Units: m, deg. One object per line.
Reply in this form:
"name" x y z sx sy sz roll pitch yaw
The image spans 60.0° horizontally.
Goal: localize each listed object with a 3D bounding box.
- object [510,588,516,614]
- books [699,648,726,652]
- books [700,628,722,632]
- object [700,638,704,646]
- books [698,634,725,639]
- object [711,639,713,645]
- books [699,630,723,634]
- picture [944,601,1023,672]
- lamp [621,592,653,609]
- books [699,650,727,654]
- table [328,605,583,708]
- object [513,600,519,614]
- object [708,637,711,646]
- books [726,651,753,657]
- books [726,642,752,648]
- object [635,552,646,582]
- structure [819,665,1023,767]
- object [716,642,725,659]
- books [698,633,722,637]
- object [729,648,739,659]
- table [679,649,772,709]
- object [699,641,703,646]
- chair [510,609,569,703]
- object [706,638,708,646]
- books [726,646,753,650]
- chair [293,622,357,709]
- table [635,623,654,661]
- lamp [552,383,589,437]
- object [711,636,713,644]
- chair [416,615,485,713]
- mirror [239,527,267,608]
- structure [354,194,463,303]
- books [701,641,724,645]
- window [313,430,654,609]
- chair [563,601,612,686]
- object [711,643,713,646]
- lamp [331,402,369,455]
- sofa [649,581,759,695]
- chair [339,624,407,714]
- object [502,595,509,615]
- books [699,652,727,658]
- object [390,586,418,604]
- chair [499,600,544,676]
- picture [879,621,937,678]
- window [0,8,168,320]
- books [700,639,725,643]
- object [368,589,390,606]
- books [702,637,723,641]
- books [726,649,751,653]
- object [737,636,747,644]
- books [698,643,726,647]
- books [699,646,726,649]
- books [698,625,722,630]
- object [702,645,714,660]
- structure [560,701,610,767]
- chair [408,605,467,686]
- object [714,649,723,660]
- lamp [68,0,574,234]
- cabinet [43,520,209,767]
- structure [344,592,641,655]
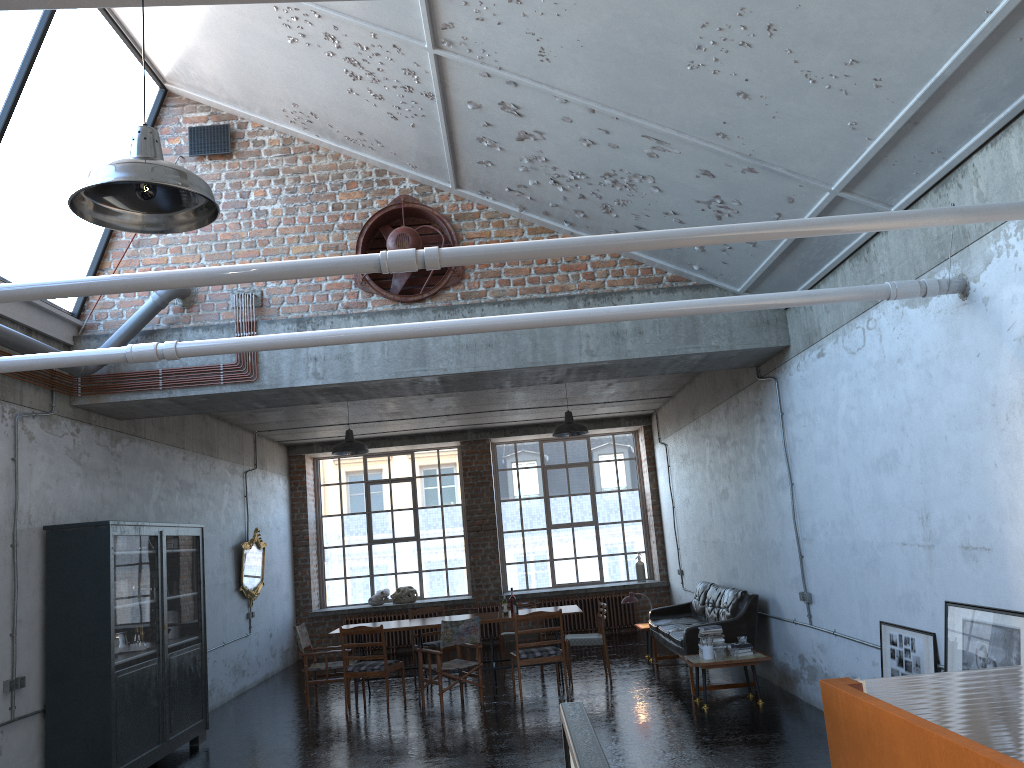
"object" 0.010 2.779 11.374 0.075 0.324 0.075 -9 -11 24
"books" 2.101 2.781 9.313 0.249 0.023 0.175 -5 -10 0
"books" 2.098 2.593 9.358 0.205 0.020 0.155 -5 -10 -1
"object" 1.986 2.731 9.180 0.046 0.202 0.023 -12 -12 35
"books" 2.099 2.657 9.347 0.244 0.019 0.174 -5 -10 -1
"object" 2.061 2.710 9.159 0.062 0.169 0.009 -5 -10 -1
"books" 2.101 2.616 9.365 0.209 0.023 0.167 -4 -10 -7
"picture" 2.774 1.923 5.136 0.233 1.215 1.095 -5 -10 -1
"lamp" 1.816 3.213 12.669 0.496 0.492 0.220 -3 -10 -9
"books" 2.103 2.803 9.309 0.249 0.023 0.175 -4 -10 -5
"table" -0.649 3.449 11.259 3.112 0.917 1.067 -5 -10 -1
"object" 0.045 2.826 11.237 0.051 0.180 0.097 0 -11 -29
"object" 2.048 2.727 9.188 0.023 0.204 0.037 -13 -12 38
"books" 2.377 2.809 9.264 0.179 0.034 0.243 -2 -10 -18
"books" 2.366 2.732 9.278 0.225 0.029 0.179 -3 -10 -9
"object" 2.396 3.424 16.587 0.172 0.551 0.172 -14 -13 42
"structure" 2.271 1.821 3.032 1.272 1.221 2.942 -5 -10 -1
"object" 2.150 2.744 9.133 0.087 0.155 0.087 0 -11 -28
"books" 2.089 2.637 9.351 0.231 0.023 0.162 -7 -10 15
"object" 2.266 2.744 9.027 0.092 0.099 0.092 -1 -11 -23
"table" 2.217 3.052 9.167 0.811 0.458 0.649 -5 -10 -1
"object" 2.001 2.736 9.164 0.137 0.190 0.009 -5 -10 2
"chair" 0.299 3.182 10.435 0.573 1.028 0.509 -3 -10 -11
"object" 2.027 2.722 9.195 0.009 0.167 0.061 -7 -10 11
"books" 2.377 2.759 9.279 0.243 0.024 0.175 -4 -10 -5
"chair" -2.332 3.529 11.206 0.713 1.031 0.574 -5 -10 -1
"table" 2.216 3.646 12.611 0.811 0.458 0.649 -5 -10 -1
"lamp" 0.745 0.239 11.947 0.502 0.891 0.502 -6 -10 3
"object" 2.061 2.704 9.173 0.052 0.185 0.009 -5 -10 1
"chair" -0.702 3.230 10.291 0.574 1.031 0.713 1 -11 -30
"mirror" -3.907 2.779 13.457 0.172 1.182 1.339 -5 -10 -1
"structure" -1.027 -1.318 8.725 1.058 1.096 0.808 -5 -10 -1
"books" 2.112 2.717 9.337 0.221 0.023 0.147 -5 -10 -2
"window" 3.801 3.900 17.212 19.864 12.900 0.747 -5 -10 -1
"chair" 0.957 3.284 11.260 0.577 0.971 0.589 -5 -10 -1
"object" 2.046 2.742 9.138 0.068 0.159 0.009 -7 -10 12
"lamp" -2.192 0.485 11.904 0.502 0.891 0.502 -6 -10 3
"sofa" 2.319 3.043 10.963 0.929 1.045 2.610 -5 -10 -1
"chair" -1.646 3.365 10.521 0.573 1.028 0.509 -8 -10 18
"object" -0.087 2.822 11.326 0.070 0.235 0.041 -5 -10 -1
"books" 2.104 2.836 9.305 0.248 0.043 0.192 -5 -10 -1
"object" -2.016 3.900 16.398 0.418 0.305 0.625 0 -11 -27
"chair" 0.121 3.562 12.449 0.589 0.971 0.577 -5 -10 -1
"picture" 2.828 2.245 6.325 0.135 0.994 0.889 -5 -10 -1
"window" -3.853 -2.476 4.780 0.994 2.404 8.048 -5 -10 -1
"books" 2.109 2.699 9.345 0.224 0.021 0.158 -5 -10 -1
"object" -2.462 3.959 16.451 0.281 0.281 0.575 -10 -11 25
"books" 2.106 2.677 9.343 0.205 0.022 0.155 -4 -10 -6
"books" 2.366 2.783 9.274 0.166 0.024 0.227 -1 -10 -21
"object" 2.407 2.677 9.264 0.103 0.068 0.103 0 -11 -28
"books" 2.107 2.743 9.336 0.245 0.028 0.193 -4 -10 -6
"books" 2.109 2.764 9.331 0.255 0.014 0.192 -5 -10 2
"books" 2.091 2.574 9.371 0.201 0.024 0.159 -3 -10 -11
"object" 2.024 2.768 9.145 0.110 0.137 0.110 -5 -10 -1
"structure" 0.356 1.765 1.743 0.119 1.221 5.500 -5 -10 -1
"chair" -1.031 3.614 12.275 0.573 1.028 0.509 2 -12 -36
"object" 2.104 2.758 9.025 0.092 0.099 0.092 -1 -11 -23
"lamp" -0.432 -1.317 5.541 0.945 2.025 5.320 -8 -10 17
"cabinet" -3.634 2.520 8.571 0.572 2.297 2.386 -5 -10 -1
"structure" -0.372 4.327 15.954 5.349 0.713 0.232 -5 -10 -1
